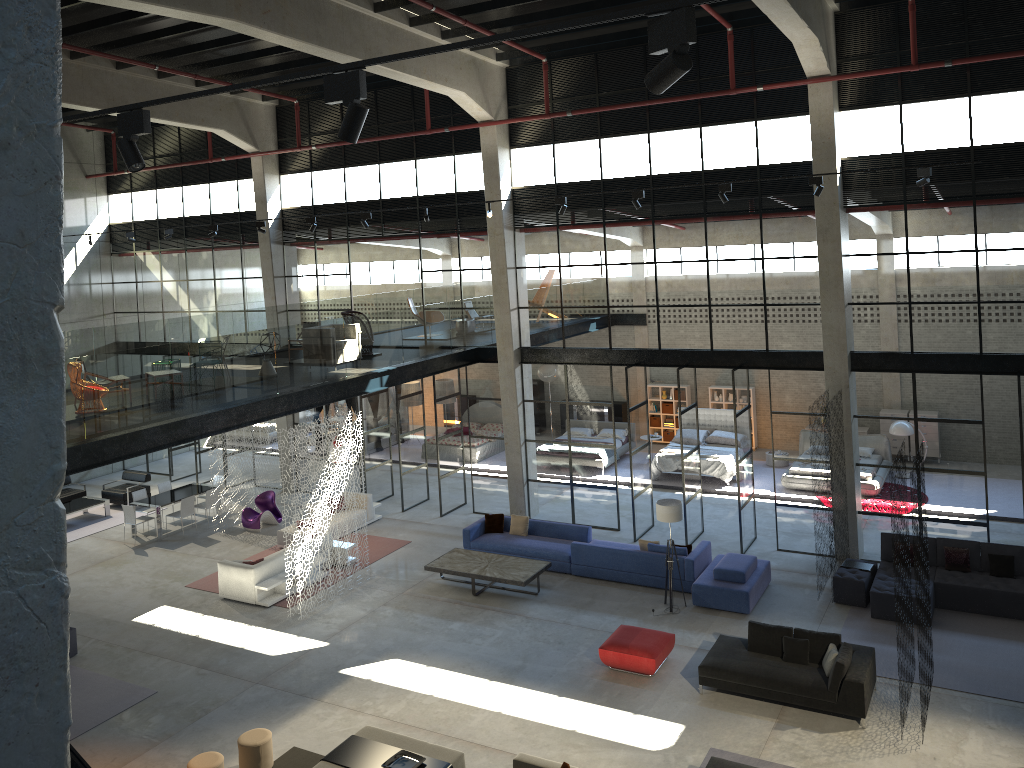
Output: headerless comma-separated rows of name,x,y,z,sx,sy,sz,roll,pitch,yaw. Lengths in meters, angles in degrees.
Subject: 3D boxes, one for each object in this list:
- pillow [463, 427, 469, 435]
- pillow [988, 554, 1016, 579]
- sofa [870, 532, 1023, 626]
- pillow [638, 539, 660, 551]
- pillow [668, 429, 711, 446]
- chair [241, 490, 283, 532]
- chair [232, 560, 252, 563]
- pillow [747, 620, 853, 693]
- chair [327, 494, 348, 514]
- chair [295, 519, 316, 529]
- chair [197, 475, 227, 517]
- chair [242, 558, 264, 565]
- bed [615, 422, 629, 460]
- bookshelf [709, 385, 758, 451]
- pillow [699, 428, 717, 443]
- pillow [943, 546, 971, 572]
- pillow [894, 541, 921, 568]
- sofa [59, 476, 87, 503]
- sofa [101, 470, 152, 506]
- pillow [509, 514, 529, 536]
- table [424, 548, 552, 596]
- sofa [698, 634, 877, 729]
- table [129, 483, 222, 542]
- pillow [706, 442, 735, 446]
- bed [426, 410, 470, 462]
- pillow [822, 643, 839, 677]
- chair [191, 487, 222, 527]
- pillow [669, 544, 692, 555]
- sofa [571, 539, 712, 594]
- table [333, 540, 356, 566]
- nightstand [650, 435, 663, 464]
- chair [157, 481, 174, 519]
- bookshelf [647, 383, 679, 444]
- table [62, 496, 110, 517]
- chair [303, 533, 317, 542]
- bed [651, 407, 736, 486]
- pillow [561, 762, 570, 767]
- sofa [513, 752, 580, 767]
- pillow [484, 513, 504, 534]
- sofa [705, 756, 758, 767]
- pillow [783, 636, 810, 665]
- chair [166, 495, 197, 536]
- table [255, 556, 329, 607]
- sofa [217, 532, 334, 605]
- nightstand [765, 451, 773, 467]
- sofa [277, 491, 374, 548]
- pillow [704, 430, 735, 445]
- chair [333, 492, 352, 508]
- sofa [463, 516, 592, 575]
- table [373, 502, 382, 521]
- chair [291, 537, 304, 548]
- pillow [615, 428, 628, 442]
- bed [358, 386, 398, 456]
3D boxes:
pillow,-1.561,1.377,25.600,0.875,0.211,0.638,-2,8,8
pillow,7.821,2.916,14.001,0.383,0.334,0.220,0,4,27
sofa,7.756,3.160,13.364,4.145,0.866,1.846,2,9,29
pillow,2.471,2.958,15.656,0.401,0.380,0.209,0,4,31
pillow,4.660,1.403,22.923,1.025,0.372,0.672,2,9,33
chair,-5.694,2.881,19.970,0.655,0.745,0.805,-1,6,30
chair,-4.895,3.317,16.068,0.390,0.271,0.321,-3,6,5
pillow,3.908,3.512,11.603,0.747,0.416,1.589,-7,9,-31
chair,-3.898,2.689,19.579,0.413,0.334,0.257,-6,5,-27
chair,-4.374,2.949,18.570,0.416,0.107,0.410,-5,9,-14
chair,-7.256,2.708,21.195,0.419,0.868,0.550,-2,3,30
chair,-4.670,3.321,15.916,0.403,0.334,0.284,-5,4,-15
bed,1.991,1.678,24.020,2.254,0.865,2.423,1,9,29
bookshelf,6.275,0.962,24.888,1.238,1.752,0.332,-1,2,30
pillow,4.892,1.355,23.142,1.052,0.321,0.494,2,8,29
pillow,7.264,2.863,14.318,0.405,0.376,0.193,0,4,30
pillow,6.611,2.852,14.678,0.413,0.343,0.237,0,5,30
sofa,-11.784,2.948,21.543,0.819,0.753,2.481,0,9,29
sofa,-9.851,2.707,22.415,0.949,0.756,0.829,0,6,29
pillow,0.145,2.806,17.384,0.401,0.380,0.209,0,4,31
table,-0.429,3.441,15.800,2.061,0.397,1.038,2,9,29
sofa,3.641,3.802,11.644,2.104,0.559,1.093,2,9,30
table,-7.754,2.932,20.305,0.899,0.753,1.823,0,8,29
pillow,5.565,1.470,22.617,0.958,0.329,0.723,2,9,30
bed,-1.263,1.352,25.863,2.028,1.274,2.367,1,8,30
pillow,4.117,3.559,11.315,0.208,0.314,0.344,-3,5,8
chair,-7.087,2.837,20.328,0.544,0.868,0.423,-1,3,30
pillow,2.968,2.973,15.424,0.398,0.370,0.261,-2,4,8
sofa,2.336,3.111,15.941,2.333,0.719,1.065,2,8,29
table,-3.676,3.350,17.545,1.200,0.368,0.303,2,6,29
nightstand,3.736,1.767,23.427,0.601,0.697,0.606,-3,4,1
chair,-8.084,2.801,20.890,0.544,0.868,0.423,-1,3,30
bookshelf,4.633,0.905,25.805,1.238,1.752,0.332,-1,2,30
table,-10.679,3.162,20.927,0.900,0.405,1.823,1,10,29
chair,-3.980,3.097,17.043,0.268,0.321,0.400,0,6,31
bed,4.800,1.549,22.244,2.216,1.411,2.342,1,8,29
pillow,0.478,4.134,8.952,0.259,0.369,0.403,-3,5,8
sofa,-0.026,4.449,8.313,1.052,0.718,2.363,1,9,29
pillow,-0.351,2.800,17.615,0.398,0.370,0.261,-2,4,8
sofa,3.741,4.258,8.735,4.062,0.561,1.487,-2,8,8
pillow,3.769,3.530,11.641,0.342,0.306,0.189,0,4,27
chair,-7.430,2.953,19.718,0.544,0.868,0.423,-1,3,30
table,-4.002,3.606,16.047,0.300,0.367,1.587,-1,9,29
sofa,-4.407,3.397,16.543,0.946,0.666,2.162,1,9,29
nightstand,6.835,1.933,22.607,0.578,0.298,0.485,1,8,26
sofa,-4.042,2.964,19.145,0.941,0.665,2.172,1,9,29
pillow,5.518,1.387,22.553,0.978,0.290,0.700,2,9,32
chair,-3.818,2.654,19.768,0.382,0.336,0.254,-6,5,-27
sofa,0.303,3.092,17.104,2.333,0.602,1.066,2,8,29
table,-3.443,2.919,20.176,0.900,0.368,0.303,1,6,29
chair,-4.159,3.146,16.798,0.269,0.316,0.397,-2,6,17
pillow,2.301,1.410,24.691,1.926,0.311,0.554,2,9,29
bed,-4.742,0.884,27.450,2.245,2.071,2.337,0,6,29
